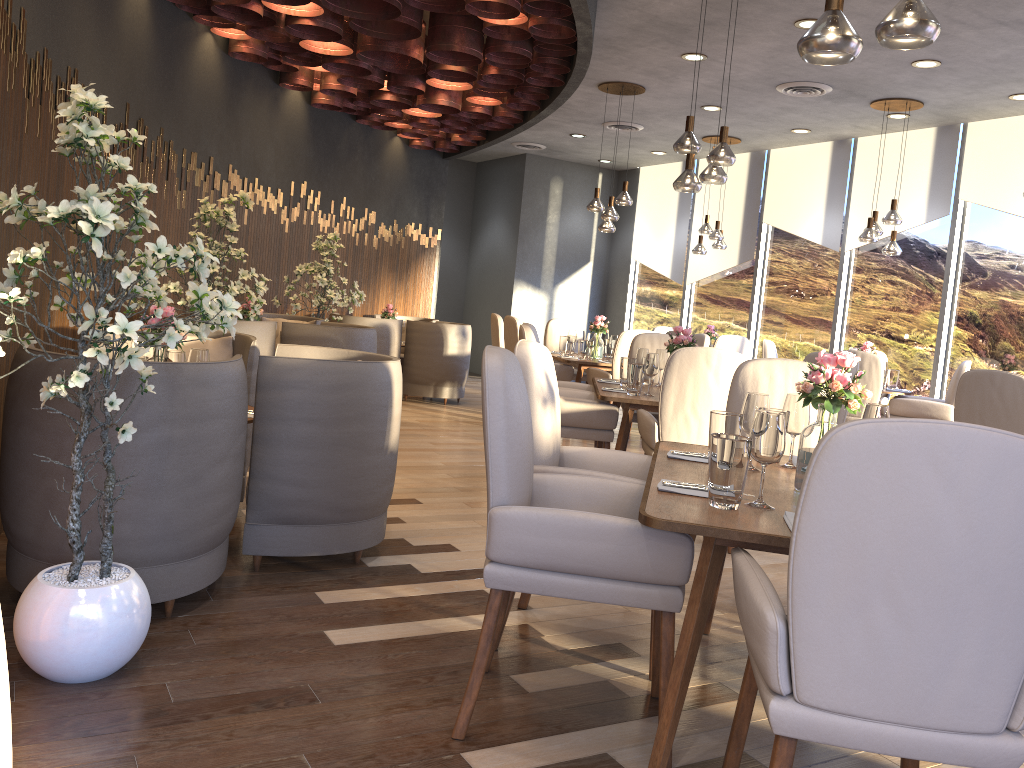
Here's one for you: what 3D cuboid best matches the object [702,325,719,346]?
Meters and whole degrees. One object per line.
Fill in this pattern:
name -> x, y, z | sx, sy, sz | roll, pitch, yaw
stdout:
object -> 2.296, -0.483, 10.326 | 0.198, 0.415, 0.210 | 5, 4, -8

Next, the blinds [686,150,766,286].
blinds -> 2.707, -2.545, 11.082 | 0.007, 2.675, 1.177 | 4, 4, -30

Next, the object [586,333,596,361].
object -> 0.710, -0.337, 8.005 | 0.092, 0.244, 0.092 | 5, 4, -10

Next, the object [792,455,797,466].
object -> 1.043, 0.270, 3.034 | 0.157, 0.019, 0.255 | 7, 5, 15

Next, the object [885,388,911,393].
object -> 3.416, 0.051, 7.890 | 0.255, 0.019, 0.157 | 8, 6, 28

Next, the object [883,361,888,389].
object -> 3.352, -0.082, 8.031 | 0.092, 0.244, 0.092 | 7, 4, 25

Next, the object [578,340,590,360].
object -> 0.636, -0.304, 7.924 | 0.102, 0.178, 0.102 | 8, 5, 33

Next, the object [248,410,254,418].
object -> -1.163, 0.109, 3.602 | 0.255, 0.019, 0.158 | 5, 5, -8

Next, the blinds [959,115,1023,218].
blinds -> 4.603, -2.643, 7.809 | 0.007, 2.675, 1.177 | 4, 4, -30

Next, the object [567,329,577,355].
object -> 0.573, -0.402, 8.560 | 0.092, 0.244, 0.092 | 8, 4, 29

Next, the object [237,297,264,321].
object -> -1.926, -0.432, 6.485 | 0.197, 0.415, 0.210 | 4, 4, -18

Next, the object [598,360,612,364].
object -> 0.862, -0.200, 7.900 | 0.157, 0.019, 0.256 | 4, 5, -16

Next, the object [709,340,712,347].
object -> 2.245, -0.388, 10.178 | 0.092, 0.244, 0.092 | 3, 5, -39

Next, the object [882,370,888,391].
object -> 3.216, -0.034, 7.737 | 0.102, 0.178, 0.102 | 4, 4, -25

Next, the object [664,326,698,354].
object -> 1.019, -0.145, 5.365 | 0.210, 0.415, 0.198 | 7, 4, 17

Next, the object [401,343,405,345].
object -> -1.099, -0.423, 9.394 | 0.255, 0.019, 0.157 | 7, 6, 18

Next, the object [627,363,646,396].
object -> 0.691, -0.024, 4.974 | 0.102, 0.178, 0.102 | 3, 4, -30

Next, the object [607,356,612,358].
object -> 1.054, -0.257, 8.713 | 0.255, 0.019, 0.158 | 4, 5, -14

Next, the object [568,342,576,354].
object -> 0.586, -0.391, 8.809 | 0.102, 0.178, 0.102 | 3, 5, -35

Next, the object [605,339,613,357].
object -> 0.976, -0.357, 8.851 | 0.102, 0.178, 0.102 | 5, 4, -8

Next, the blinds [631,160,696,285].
blinds -> 2.093, -2.705, 12.164 | 0.007, 2.675, 1.177 | 4, 4, -30

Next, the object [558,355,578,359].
object -> 0.546, -0.246, 8.073 | 0.255, 0.019, 0.158 | 4, 5, -13

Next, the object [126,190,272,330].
object -> -1.797, -0.328, 5.082 | 0.788, 1.613, 0.748 | 5, 4, -4

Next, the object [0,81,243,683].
object -> -1.120, -0.008, 2.345 | 0.746, 1.613, 0.791 | 4, 4, -24

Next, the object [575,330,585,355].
object -> 0.670, -0.409, 8.735 | 0.092, 0.244, 0.092 | 5, 4, -9

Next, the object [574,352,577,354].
object -> 0.724, -0.305, 8.895 | 0.157, 0.019, 0.256 | 4, 5, -12

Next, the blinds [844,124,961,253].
blinds -> 3.976, -2.658, 8.896 | 0.007, 2.675, 1.177 | 4, 4, -30

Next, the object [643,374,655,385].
object -> 0.901, -0.084, 5.837 | 0.102, 0.178, 0.102 | 6, 4, 11

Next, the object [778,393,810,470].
object -> 0.928, 0.157, 2.918 | 0.092, 0.244, 0.092 | 4, 4, -27

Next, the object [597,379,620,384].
object -> 0.677, -0.014, 5.713 | 0.255, 0.019, 0.158 | 6, 5, 4

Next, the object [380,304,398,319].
object -> -1.326, -0.653, 9.486 | 0.198, 0.415, 0.210 | 5, 4, -8

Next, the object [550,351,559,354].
object -> 0.409, -0.311, 8.628 | 0.255, 0.019, 0.158 | 4, 5, -13

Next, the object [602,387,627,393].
object -> 0.647, 0.036, 5.140 | 0.255, 0.019, 0.158 | 6, 5, 4

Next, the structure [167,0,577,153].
structure -> -0.904, -2.623, 6.286 | 2.754, 0.555, 9.475 | 5, 5, 0

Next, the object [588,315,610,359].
object -> 0.814, -0.444, 8.375 | 0.210, 0.415, 0.198 | 4, 4, -18

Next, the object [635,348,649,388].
object -> 0.817, -0.104, 5.603 | 0.092, 0.244, 0.092 | 3, 5, -38

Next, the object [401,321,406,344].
object -> -1.188, -0.556, 9.519 | 0.092, 0.244, 0.092 | 9, 5, 43

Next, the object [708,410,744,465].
object -> 0.660, 0.178, 2.764 | 0.102, 0.178, 0.102 | 2, 5, -40

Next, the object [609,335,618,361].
object -> 0.925, -0.321, 8.051 | 0.092, 0.244, 0.092 | 5, 4, -14

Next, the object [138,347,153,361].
object -> -1.524, -0.047, 3.690 | 0.092, 0.244, 0.092 | 6, 4, 10

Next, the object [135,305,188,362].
object -> -1.418, -0.111, 3.555 | 0.210, 0.415, 0.198 | 8, 5, 37

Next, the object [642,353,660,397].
object -> 0.786, -0.053, 5.030 | 0.092, 0.244, 0.092 | 2, 5, -44

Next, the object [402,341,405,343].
object -> -1.261, -0.472, 9.757 | 0.157, 0.019, 0.255 | 7, 6, 17

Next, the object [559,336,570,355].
object -> 0.499, -0.369, 8.479 | 0.102, 0.178, 0.102 | 6, 4, 3

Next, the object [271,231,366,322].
object -> -1.741, -0.591, 7.965 | 0.748, 1.613, 0.788 | 8, 5, 36

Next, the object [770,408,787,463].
object -> 0.885, 0.176, 3.021 | 0.102, 0.178, 0.102 | 9, 5, 41

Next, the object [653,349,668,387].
object -> 0.960, -0.103, 5.742 | 0.092, 0.244, 0.092 | 5, 4, -14

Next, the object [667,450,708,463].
object -> 0.643, 0.241, 2.934 | 0.255, 0.019, 0.158 | 7, 5, 14

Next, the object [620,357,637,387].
object -> 0.722, -0.075, 5.546 | 0.102, 0.178, 0.102 | 7, 4, 20

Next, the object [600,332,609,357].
object -> 0.910, -0.389, 8.764 | 0.092, 0.244, 0.092 | 2, 5, -39

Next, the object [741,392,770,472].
object -> 0.764, 0.151, 2.804 | 0.092, 0.244, 0.092 | 3, 4, -34

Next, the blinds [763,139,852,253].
blinds -> 3.363, -2.818, 9.975 | 0.007, 2.675, 1.177 | 4, 4, -30

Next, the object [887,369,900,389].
object -> 3.457, -0.040, 8.049 | 0.102, 0.178, 0.102 | 3, 5, -35

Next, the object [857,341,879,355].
object -> 3.196, -0.181, 8.013 | 0.210, 0.415, 0.198 | 3, 5, -32
